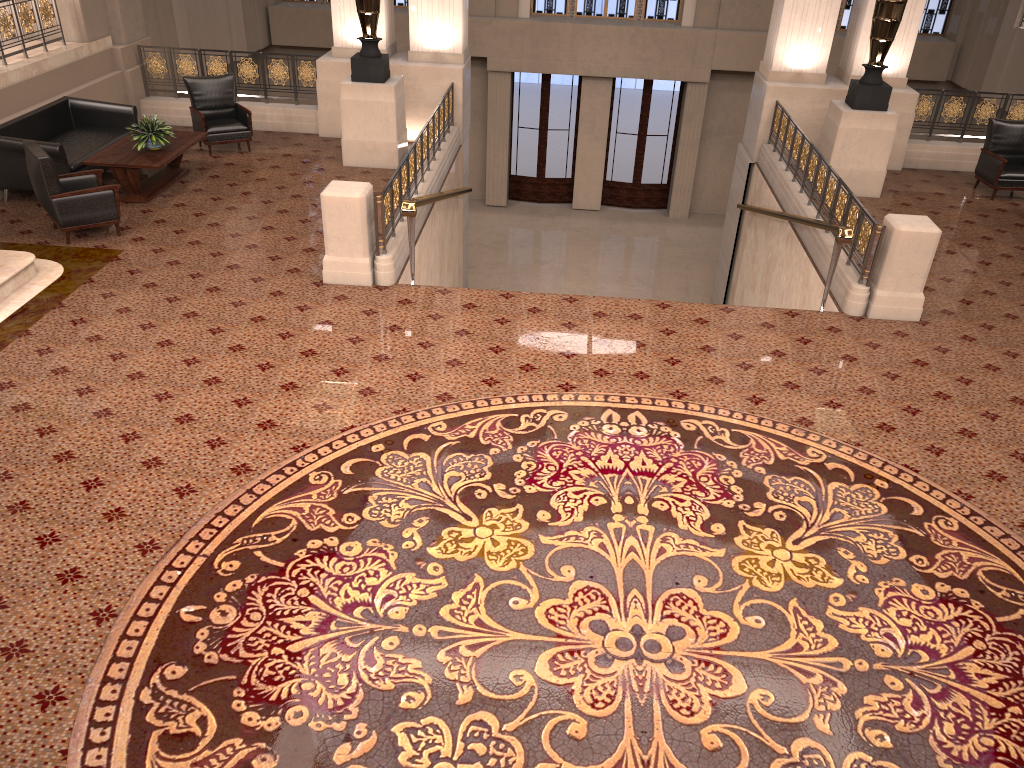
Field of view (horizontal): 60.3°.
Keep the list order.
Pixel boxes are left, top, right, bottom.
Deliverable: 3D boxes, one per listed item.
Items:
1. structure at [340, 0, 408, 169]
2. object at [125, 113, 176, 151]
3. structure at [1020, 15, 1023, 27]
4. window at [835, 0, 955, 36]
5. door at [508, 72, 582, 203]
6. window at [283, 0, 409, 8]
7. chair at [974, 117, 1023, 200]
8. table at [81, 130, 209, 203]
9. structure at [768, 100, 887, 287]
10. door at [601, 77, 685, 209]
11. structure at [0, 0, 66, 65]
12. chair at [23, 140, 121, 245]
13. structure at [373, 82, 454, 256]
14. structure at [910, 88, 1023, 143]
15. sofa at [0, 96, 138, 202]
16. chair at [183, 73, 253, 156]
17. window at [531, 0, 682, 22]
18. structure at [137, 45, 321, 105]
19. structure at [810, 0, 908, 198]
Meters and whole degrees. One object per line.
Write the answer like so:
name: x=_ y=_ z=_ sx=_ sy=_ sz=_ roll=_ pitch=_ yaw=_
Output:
structure: x=-1.686 y=-4.100 z=10.489 sx=0.700 sy=2.940 sz=0.664 roll=4 pitch=33 yaw=2
object: x=-3.958 y=-2.764 z=9.631 sx=0.492 sy=0.397 sz=0.507 roll=23 pitch=37 yaw=29
structure: x=8.675 y=-5.934 z=14.077 sx=0.031 sy=0.705 sz=2.044 roll=4 pitch=31 yaw=3
window: x=7.243 y=-9.418 z=16.105 sx=2.986 sy=5.650 sz=0.066 roll=4 pitch=33 yaw=2
door: x=0.662 y=-5.251 z=18.807 sx=1.491 sy=2.872 sz=0.147 roll=4 pitch=33 yaw=2
window: x=-3.105 y=-10.123 z=16.489 sx=2.986 sy=5.650 sz=0.066 roll=4 pitch=33 yaw=2
chair: x=6.184 y=-2.759 z=10.850 sx=0.647 sy=0.890 sz=0.680 roll=1 pitch=32 yaw=-2
table: x=-4.066 y=-2.465 z=9.963 sx=0.838 sy=0.460 sz=1.399 roll=4 pitch=31 yaw=2
structure: x=3.254 y=-2.268 z=9.578 sx=0.079 sy=0.567 sz=4.682 roll=4 pitch=31 yaw=2
door: x=2.744 y=-5.109 z=18.730 sx=1.491 sy=2.872 sz=0.147 roll=4 pitch=33 yaw=2
structure: x=-5.744 y=-3.660 z=9.405 sx=0.032 sy=0.659 sz=3.504 roll=4 pitch=31 yaw=3
chair: x=-4.235 y=-1.882 z=8.543 sx=0.705 sy=0.890 sz=0.625 roll=-19 pitch=38 yaw=-31
structure: x=-0.964 y=-2.555 z=9.735 sx=0.079 sy=0.567 sz=4.683 roll=4 pitch=31 yaw=3
structure: x=6.544 y=-3.536 z=11.764 sx=2.533 sy=0.690 sz=0.030 roll=4 pitch=33 yaw=2
sofa: x=-4.976 y=-2.648 z=9.923 sx=0.874 sy=0.746 sz=1.823 roll=4 pitch=31 yaw=2
chair: x=-3.718 y=-3.431 z=11.214 sx=0.639 sy=0.890 sz=0.689 roll=-16 pitch=37 yaw=-27
window: x=1.981 y=-9.777 z=16.300 sx=2.986 sy=5.650 sz=0.066 roll=4 pitch=33 yaw=2
structure: x=-3.865 y=-4.245 z=12.150 sx=2.533 sy=0.690 sz=0.030 roll=4 pitch=33 yaw=2
structure: x=4.224 y=-3.698 z=10.269 sx=0.700 sy=2.940 sz=0.664 roll=4 pitch=33 yaw=2
